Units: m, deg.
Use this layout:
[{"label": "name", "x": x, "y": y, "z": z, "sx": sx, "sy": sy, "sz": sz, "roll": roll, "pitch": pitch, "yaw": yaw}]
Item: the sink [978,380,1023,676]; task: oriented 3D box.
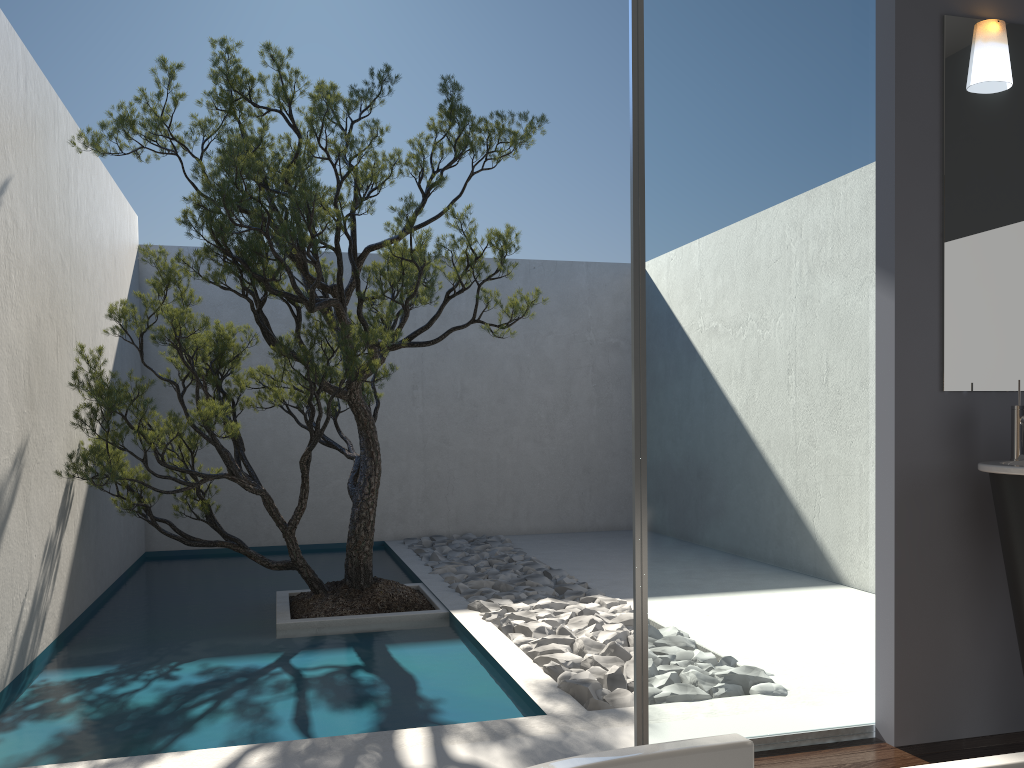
[{"label": "sink", "x": 1.789, "y": 0.598, "z": 2.707, "sx": 0.646, "sy": 1.251, "sz": 0.646, "roll": -1, "pitch": 1, "yaw": -33}]

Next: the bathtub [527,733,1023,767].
[{"label": "bathtub", "x": 0.845, "y": 0.790, "z": 0.846, "sx": 2.098, "sy": 0.712, "sz": 0.913, "roll": 0, "pitch": -1, "yaw": -15}]

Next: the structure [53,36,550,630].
[{"label": "structure", "x": -1.242, "y": -0.110, "z": 5.318, "sx": 2.586, "sy": 3.473, "sz": 2.519, "roll": -1, "pitch": 0, "yaw": -22}]

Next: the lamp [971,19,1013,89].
[{"label": "lamp", "x": 1.645, "y": -1.126, "z": 3.007, "sx": 0.157, "sy": 0.214, "sz": 0.057, "roll": -1, "pitch": 1, "yaw": -15}]

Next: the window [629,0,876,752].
[{"label": "window", "x": 1.299, "y": -0.254, "z": 3.095, "sx": 1.884, "sy": 3.006, "sz": 0.021, "roll": -1, "pitch": 2, "yaw": -15}]

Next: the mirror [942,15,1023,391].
[{"label": "mirror", "x": 1.637, "y": -0.610, "z": 3.053, "sx": 0.354, "sy": 1.271, "sz": 0.012, "roll": -1, "pitch": 2, "yaw": -15}]
